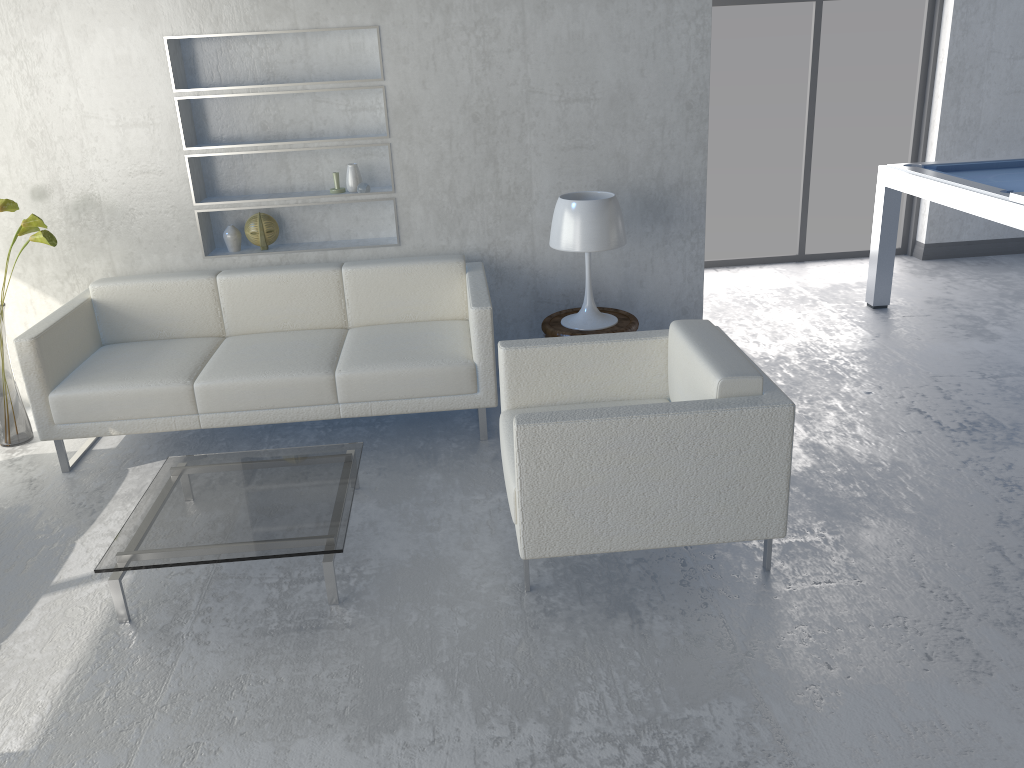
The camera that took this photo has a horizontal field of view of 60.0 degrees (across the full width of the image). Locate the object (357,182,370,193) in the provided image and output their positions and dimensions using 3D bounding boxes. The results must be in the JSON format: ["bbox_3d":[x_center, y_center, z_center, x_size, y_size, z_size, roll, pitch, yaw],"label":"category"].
[{"bbox_3d":[-0.706,-0.934,4.217,0.064,0.050,0.064,-2,21,2],"label":"object"}]

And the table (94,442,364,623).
[{"bbox_3d":[-0.895,0.473,3.026,0.730,0.190,0.773,-4,21,-3],"label":"table"}]

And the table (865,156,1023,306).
[{"bbox_3d":[2.762,-0.550,4.217,1.180,0.835,2.095,-4,21,-3],"label":"table"}]

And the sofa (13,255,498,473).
[{"bbox_3d":[-1.032,-0.137,3.968,1.881,0.658,0.821,-4,21,-3],"label":"sofa"}]

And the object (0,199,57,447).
[{"bbox_3d":[-2.116,-0.256,3.884,0.400,1.051,0.387,6,23,23],"label":"object"}]

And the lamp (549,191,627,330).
[{"bbox_3d":[0.346,-0.561,4.023,0.347,0.582,0.347,-17,25,-32],"label":"lamp"}]

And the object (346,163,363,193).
[{"bbox_3d":[-0.758,-0.989,4.252,0.079,0.130,0.079,-5,21,-5],"label":"object"}]

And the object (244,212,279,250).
[{"bbox_3d":[-1.210,-0.736,4.290,0.163,0.179,0.088,-8,22,-12],"label":"object"}]

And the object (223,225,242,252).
[{"bbox_3d":[-1.359,-0.710,4.316,0.086,0.128,0.086,0,21,7],"label":"object"}]

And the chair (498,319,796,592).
[{"bbox_3d":[0.378,0.196,2.915,0.821,0.662,0.748,-4,21,-3],"label":"chair"}]

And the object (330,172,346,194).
[{"bbox_3d":[-0.841,-0.967,4.259,0.074,0.094,0.074,-20,27,-36],"label":"object"}]

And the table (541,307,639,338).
[{"bbox_3d":[0.371,-0.132,4.190,0.452,0.358,0.452,-14,24,-26],"label":"table"}]
